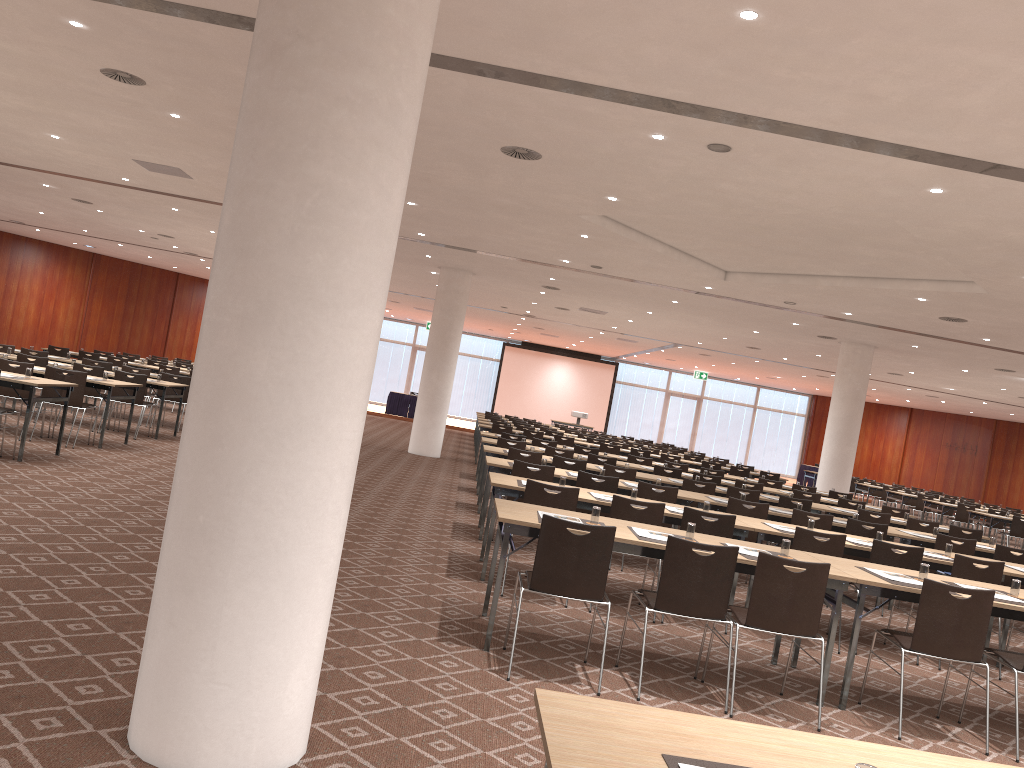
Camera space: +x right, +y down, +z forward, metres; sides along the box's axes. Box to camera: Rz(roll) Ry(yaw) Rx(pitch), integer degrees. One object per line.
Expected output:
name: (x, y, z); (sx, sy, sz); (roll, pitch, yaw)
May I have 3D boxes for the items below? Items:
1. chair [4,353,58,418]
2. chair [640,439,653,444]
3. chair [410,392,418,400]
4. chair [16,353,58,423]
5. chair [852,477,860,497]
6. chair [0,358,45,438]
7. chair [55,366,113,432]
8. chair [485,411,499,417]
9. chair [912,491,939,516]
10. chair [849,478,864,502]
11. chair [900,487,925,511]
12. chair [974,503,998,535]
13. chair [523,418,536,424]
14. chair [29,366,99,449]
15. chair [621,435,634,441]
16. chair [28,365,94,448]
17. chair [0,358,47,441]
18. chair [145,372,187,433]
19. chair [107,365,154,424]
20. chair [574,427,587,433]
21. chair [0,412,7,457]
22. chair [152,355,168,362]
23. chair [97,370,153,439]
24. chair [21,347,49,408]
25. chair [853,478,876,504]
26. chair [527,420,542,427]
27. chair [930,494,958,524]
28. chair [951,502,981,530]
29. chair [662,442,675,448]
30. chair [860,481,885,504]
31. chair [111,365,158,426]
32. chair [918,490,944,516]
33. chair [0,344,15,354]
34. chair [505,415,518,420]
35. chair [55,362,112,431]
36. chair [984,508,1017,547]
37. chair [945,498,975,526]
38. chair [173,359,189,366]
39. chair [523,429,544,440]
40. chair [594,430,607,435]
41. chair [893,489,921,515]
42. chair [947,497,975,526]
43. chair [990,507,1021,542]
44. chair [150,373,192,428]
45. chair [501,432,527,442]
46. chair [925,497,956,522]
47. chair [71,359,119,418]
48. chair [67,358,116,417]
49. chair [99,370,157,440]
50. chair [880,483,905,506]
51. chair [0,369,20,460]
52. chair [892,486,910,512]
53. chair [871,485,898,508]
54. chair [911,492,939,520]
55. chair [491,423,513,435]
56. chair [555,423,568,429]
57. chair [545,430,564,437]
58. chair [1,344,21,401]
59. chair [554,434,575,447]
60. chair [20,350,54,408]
chair: (-6.964, 0.051, 12.908); (0.536, 0.939, 0.613); (10, 0, -3)
chair: (4.308, 2.277, 29.068); (0.536, 0.939, 0.613); (10, 0, -4)
chair: (-3.666, 0.775, 33.082); (0.535, 0.939, 0.614); (10, 0, 0)
chair: (-6.974, 0.049, 12.908); (0.535, 0.939, 0.614); (10, 0, 0)
chair: (11.144, 3.501, 29.346); (0.536, 0.939, 0.613); (10, 0, -5)
chair: (-6.131, 0.174, 10.945); (0.536, 0.939, 0.613); (10, 0, -5)
chair: (-6.240, 0.182, 13.059); (0.536, 0.939, 0.613); (10, 0, -3)
chair: (-0.726, 1.374, 28.791); (0.535, 0.939, 0.614); (10, 0, 0)
chair: (12.830, 3.777, 27.423); (0.536, 0.939, 0.613); (10, 0, -4)
chair: (10.494, 3.358, 27.313); (0.535, 0.939, 0.614); (10, 0, 0)
chair: (13.329, 3.893, 29.448); (0.536, 0.939, 0.613); (10, 0, -5)
chair: (13.572, 3.884, 25.455); (0.536, 0.939, 0.613); (10, 0, -4)
chair: (0.479, 1.589, 28.812); (0.536, 0.939, 0.613); (10, 0, -5)
chair: (-5.539, 0.282, 11.089); (0.536, 0.939, 0.613); (10, 0, -3)
chair: (3.669, 2.161, 28.961); (0.536, 0.939, 0.613); (10, 0, -4)
chair: (-5.607, 0.269, 11.086); (0.535, 0.939, 0.614); (10, 0, -1)
chair: (-6.124, 0.175, 10.945); (0.536, 0.939, 0.613); (10, 0, -4)
chair: (-5.736, 0.297, 14.968); (0.536, 0.939, 0.613); (10, 0, -5)
chair: (-6.403, 0.179, 15.010); (0.536, 0.939, 0.613); (10, 0, -5)
chair: (2.130, 1.885, 28.889); (0.536, 0.939, 0.613); (10, 0, -3)
chair: (-5.505, 0.260, 8.972); (0.536, 0.939, 0.613); (10, 0, -4)
chair: (-9.720, -0.290, 24.425); (0.536, 0.939, 0.613); (10, 0, -5)
chair: (-5.632, 0.291, 13.044); (0.536, 0.939, 0.613); (10, 0, -3)
chair: (-8.004, -0.109, 14.861); (0.536, 0.939, 0.613); (10, 0, -5)
chair: (11.718, 3.605, 29.432); (0.535, 0.939, 0.614); (10, 0, -1)
chair: (0.606, 1.586, 26.851); (0.535, 0.939, 0.614); (10, 0, 0)
chair: (13.397, 3.877, 27.368); (0.536, 0.939, 0.613); (10, 0, -3)
chair: (11.941, 3.564, 23.295); (0.536, 0.939, 0.613); (10, 0, -5)
chair: (5.000, 2.400, 29.024); (0.535, 0.939, 0.614); (10, 0, 0)
chair: (11.162, 3.479, 27.404); (0.535, 0.939, 0.614); (10, 0, -1)
chair: (-6.354, 0.188, 15.013); (0.535, 0.939, 0.614); (10, 0, -2)
chair: (13.931, 3.999, 29.395); (0.536, 0.939, 0.613); (10, 0, -3)
chair: (-8.569, -0.209, 14.909); (0.536, 0.939, 0.613); (10, 0, -3)
chair: (-0.094, 1.488, 28.862); (0.535, 0.939, 0.614); (10, 0, -2)
chair: (-6.246, 0.181, 13.058); (0.536, 0.939, 0.613); (10, 0, -5)
chair: (12.957, 3.747, 23.424); (0.535, 0.939, 0.614); (10, 0, -1)
chair: (12.923, 3.768, 25.484); (0.535, 0.939, 0.614); (10, 0, -1)
chair: (-9.087, -0.178, 24.314); (0.535, 0.939, 0.614); (10, 0, 0)
chair: (0.376, 1.440, 18.874); (0.535, 0.939, 0.614); (10, 0, -2)
chair: (2.789, 2.004, 28.997); (0.535, 0.939, 0.614); (10, 0, 0)
chair: (11.273, 3.470, 25.266); (0.535, 0.939, 0.614); (10, 0, -2)
chair: (13.988, 3.985, 27.536); (0.535, 0.939, 0.614); (10, 0, 0)
chair: (14.188, 3.993, 25.403); (0.535, 0.939, 0.614); (10, 0, -1)
chair: (-5.657, 0.311, 14.971); (0.536, 0.939, 0.613); (10, 0, -3)
chair: (-0.053, 1.317, 15.307); (0.536, 0.939, 0.613); (10, 0, -3)
chair: (11.306, 3.451, 23.347); (0.536, 0.939, 0.613); (10, 0, -5)
chair: (-6.997, 0.073, 15.025); (0.536, 0.939, 0.613); (10, 0, -4)
chair: (-7.062, 0.061, 15.022); (0.535, 0.939, 0.614); (10, 0, 0)
chair: (-5.588, 0.299, 13.046); (0.535, 0.939, 0.614); (10, 0, 0)
chair: (12.626, 3.766, 29.334); (0.536, 0.939, 0.613); (10, 0, -5)
chair: (-5.381, 0.282, 8.978); (0.535, 0.939, 0.614); (10, 0, -2)
chair: (11.882, 3.606, 27.297); (0.536, 0.939, 0.613); (10, 0, -4)
chair: (10.684, 3.367, 25.379); (0.536, 0.939, 0.613); (10, 0, -4)
chair: (11.855, 3.576, 25.375); (0.536, 0.939, 0.613); (10, 0, -5)
chair: (-0.277, 1.323, 18.801); (0.535, 0.939, 0.614); (10, 0, -1)
chair: (1.523, 1.777, 28.896); (0.536, 0.939, 0.614); (10, 0, -2)
chair: (0.917, 1.564, 20.901); (0.535, 0.939, 0.614); (10, 0, -1)
chair: (-8.602, -0.215, 14.908); (0.536, 0.939, 0.613); (10, 0, -3)
chair: (1.022, 1.555, 18.827); (0.535, 0.939, 0.614); (10, 0, -2)
chair: (-8.005, -0.109, 14.861); (0.536, 0.939, 0.613); (10, 0, -2)
